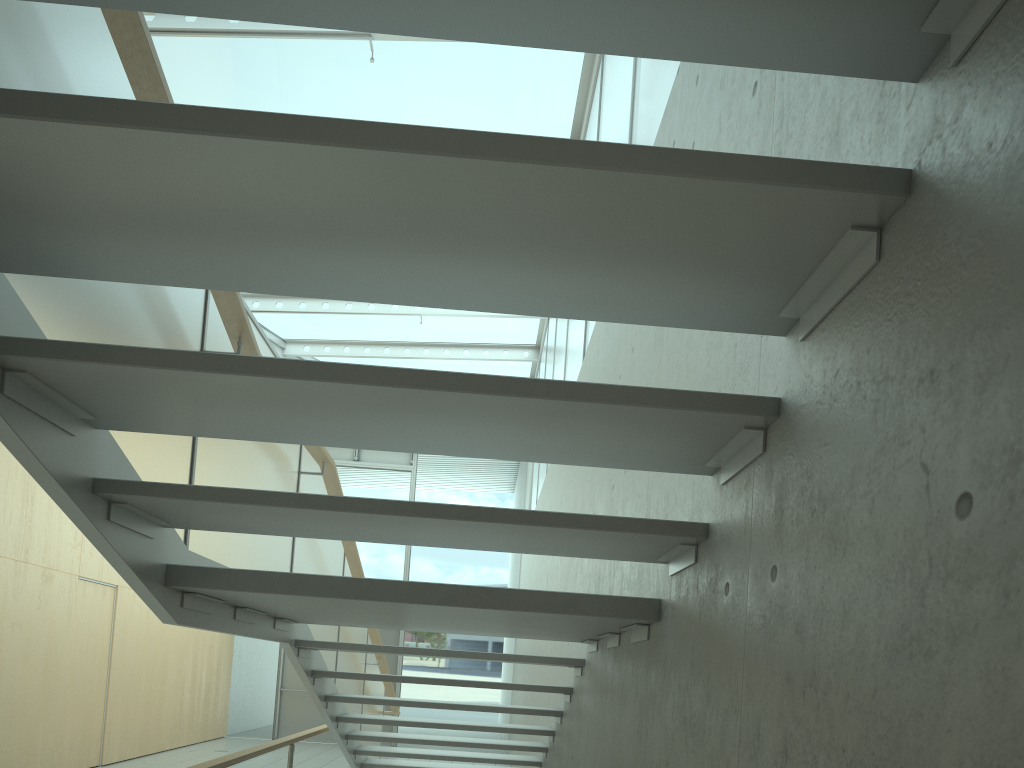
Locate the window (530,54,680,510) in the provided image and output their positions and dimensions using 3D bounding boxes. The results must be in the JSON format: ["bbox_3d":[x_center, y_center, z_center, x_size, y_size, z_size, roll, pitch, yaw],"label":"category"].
[{"bbox_3d":[0.493,-0.418,8.999,0.030,2.654,16.391,4,-19,-1],"label":"window"}]

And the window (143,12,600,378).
[{"bbox_3d":[-1.780,0.938,8.851,4.787,6.066,16.571,4,-17,-1],"label":"window"}]

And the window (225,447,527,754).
[{"bbox_3d":[-2.197,3.068,14.426,4.861,6.162,0.111,4,-3,-2],"label":"window"}]

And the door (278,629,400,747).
[{"bbox_3d":[-2.908,5.007,14.302,1.923,2.066,0.178,4,-3,-2],"label":"door"}]

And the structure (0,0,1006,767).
[{"bbox_3d":[-0.281,0.465,2.977,1.887,4.072,13.206,4,-18,-1],"label":"structure"}]
